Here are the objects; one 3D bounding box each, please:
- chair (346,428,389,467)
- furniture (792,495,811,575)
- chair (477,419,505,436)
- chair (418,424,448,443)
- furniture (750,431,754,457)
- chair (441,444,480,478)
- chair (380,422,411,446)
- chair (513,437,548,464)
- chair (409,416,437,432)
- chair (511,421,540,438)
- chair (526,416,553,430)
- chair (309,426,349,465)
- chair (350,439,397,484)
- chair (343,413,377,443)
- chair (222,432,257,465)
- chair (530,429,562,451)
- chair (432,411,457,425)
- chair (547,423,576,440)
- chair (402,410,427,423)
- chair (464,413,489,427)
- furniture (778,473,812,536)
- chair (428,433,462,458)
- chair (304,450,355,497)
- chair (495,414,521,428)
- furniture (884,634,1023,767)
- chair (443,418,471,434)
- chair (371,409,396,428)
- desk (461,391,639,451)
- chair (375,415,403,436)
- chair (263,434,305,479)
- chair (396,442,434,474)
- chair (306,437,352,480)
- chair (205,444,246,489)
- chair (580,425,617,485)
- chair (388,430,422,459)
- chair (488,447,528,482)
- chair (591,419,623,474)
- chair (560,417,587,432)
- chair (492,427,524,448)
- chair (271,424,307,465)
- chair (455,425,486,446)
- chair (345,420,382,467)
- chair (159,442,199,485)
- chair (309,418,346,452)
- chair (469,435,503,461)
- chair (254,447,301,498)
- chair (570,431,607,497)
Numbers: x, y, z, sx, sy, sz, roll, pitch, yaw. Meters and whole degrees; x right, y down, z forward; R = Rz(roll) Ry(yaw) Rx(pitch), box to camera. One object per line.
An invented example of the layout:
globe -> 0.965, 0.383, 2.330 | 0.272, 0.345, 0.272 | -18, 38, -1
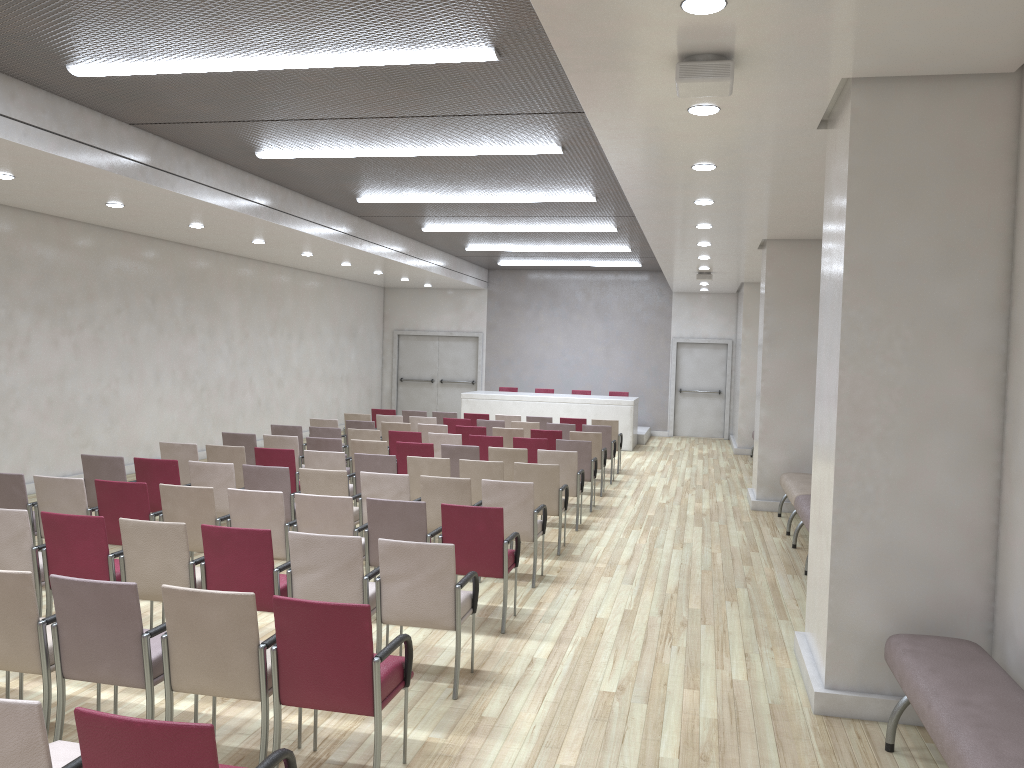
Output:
chair -> -1.884, 1.024, 11.844 | 0.513, 0.890, 0.640 | 2, 2, 12
furniture -> 3.071, 1.467, 8.632 | 0.530, 0.550, 1.833 | 2, 2, 12
chair -> -0.281, 0.994, 14.009 | 0.513, 0.890, 0.640 | 2, 2, 12
chair -> -1.081, 1.009, 12.922 | 0.513, 0.890, 0.640 | 2, 2, 13
furniture -> 4.889, 1.211, 17.018 | 0.530, 0.550, 1.833 | 2, 2, 12
chair -> -0.538, 1.124, 10.301 | 0.513, 0.890, 0.640 | 2, 2, 12
chair -> -1.626, 0.987, 13.052 | 0.513, 0.890, 0.640 | 2, 2, 11
chair -> 0.278, 1.109, 11.381 | 0.513, 0.890, 0.640 | 2, 2, 12
chair -> -1.360, 0.951, 14.254 | 0.513, 0.890, 0.640 | 2, 2, 11
chair -> 0.251, 1.014, 13.906 | 0.513, 0.890, 0.640 | 2, 2, 12
chair -> 0.507, 0.978, 15.096 | 0.513, 0.890, 0.640 | 2, 2, 13
chair -> -2.413, 1.004, 11.957 | 0.513, 0.890, 0.640 | 2, 2, 12
chair -> -1.600, 1.083, 10.516 | 0.513, 0.890, 0.640 | 2, 2, 12
chair -> -2.430, 0.909, 14.483 | 0.513, 0.890, 0.640 | 2, 2, 11
chair -> -3.209, 1.019, 10.879 | 0.513, 0.890, 0.640 | 2, 2, 13
chair -> 0.522, 1.072, 12.587 | 0.513, 0.890, 0.640 | 2, 2, 12
chair -> -1.100, 0.914, 15.457 | 0.513, 0.890, 0.640 | 2, 2, 13
chair -> 0.794, 1.036, 13.775 | 0.513, 0.890, 0.640 | 2, 2, 12
chair -> -1.633, 0.893, 15.560 | 0.513, 0.890, 0.640 | 2, 2, 12
chair -> -0.559, 0.936, 15.332 | 0.513, 0.890, 0.640 | 2, 2, 11
furniture -> 3.465, 1.412, 10.447 | 0.530, 0.550, 1.833 | 2, 2, 12
chair -> -0.810, 1.066, 11.614 | 0.513, 0.890, 0.640 | 2, 2, 12
chair -> -1.869, 1.118, 9.333 | 0.513, 0.890, 0.640 | 2, 2, 12
chair -> -0.015, 0.957, 15.218 | 0.513, 0.890, 0.640 | 2, 2, 13
furniture -> 2.037, 1.613, 3.862 | 0.530, 0.550, 1.833 | 2, 2, 12
chair -> -0.813, 0.972, 14.139 | 0.513, 0.890, 0.640 | 2, 2, 12
chair -> -2.182, 0.872, 15.677 | 0.513, 0.890, 0.640 | 2, 2, 12
desk -> 0.838, 0.761, 19.128 | 3.652, 1.042, 1.456 | 2, 2, 12
chair -> -1.896, 0.930, 14.357 | 0.513, 0.890, 0.640 | 2, 2, 12
chair -> -2.680, 1.040, 10.749 | 0.513, 0.890, 0.640 | 2, 2, 13
chair -> -1.065, 1.103, 10.420 | 0.513, 0.890, 0.640 | 2, 2, 12
chair -> -2.143, 1.061, 10.635 | 0.513, 0.890, 0.640 | 2, 2, 13
chair -> -2.948, 1.076, 9.556 | 0.513, 0.890, 0.640 | 2, 2, 12
chair -> 1.330, 1.057, 13.657 | 0.513, 0.890, 0.640 | 2, 2, 13
chair -> -1.337, 1.045, 11.736 | 0.513, 0.890, 0.640 | 2, 2, 12
chair -> -0.001, 1.145, 10.176 | 0.513, 0.890, 0.640 | 2, 2, 12
chair -> 1.578, 1.020, 14.862 | 0.513, 0.890, 0.640 | 2, 2, 13
chair -> 1.058, 0.999, 14.979 | 0.513, 0.890, 0.640 | 2, 2, 12
chair -> -0.012, 1.051, 12.702 | 0.513, 0.890, 0.640 | 2, 2, 12
chair -> -2.954, 0.982, 12.080 | 0.513, 0.890, 0.640 | 2, 2, 11
chair -> -0.538, 1.031, 12.804 | 0.513, 0.890, 0.640 | 2, 2, 11
chair -> -2.157, 0.967, 13.155 | 0.513, 0.890, 0.640 | 2, 2, 12
chair -> -3.479, 1.055, 9.672 | 0.513, 0.890, 0.640 | 2, 2, 13
chair -> -2.701, 0.946, 13.270 | 0.513, 0.890, 0.640 | 2, 2, 13
chair -> -0.280, 1.088, 11.491 | 0.513, 0.890, 0.640 | 2, 2, 13
chair -> -2.404, 1.098, 9.436 | 0.513, 0.890, 0.640 | 2, 2, 12
chair -> 1.058, 1.093, 12.469 | 0.513, 0.890, 0.640 | 2, 2, 12
